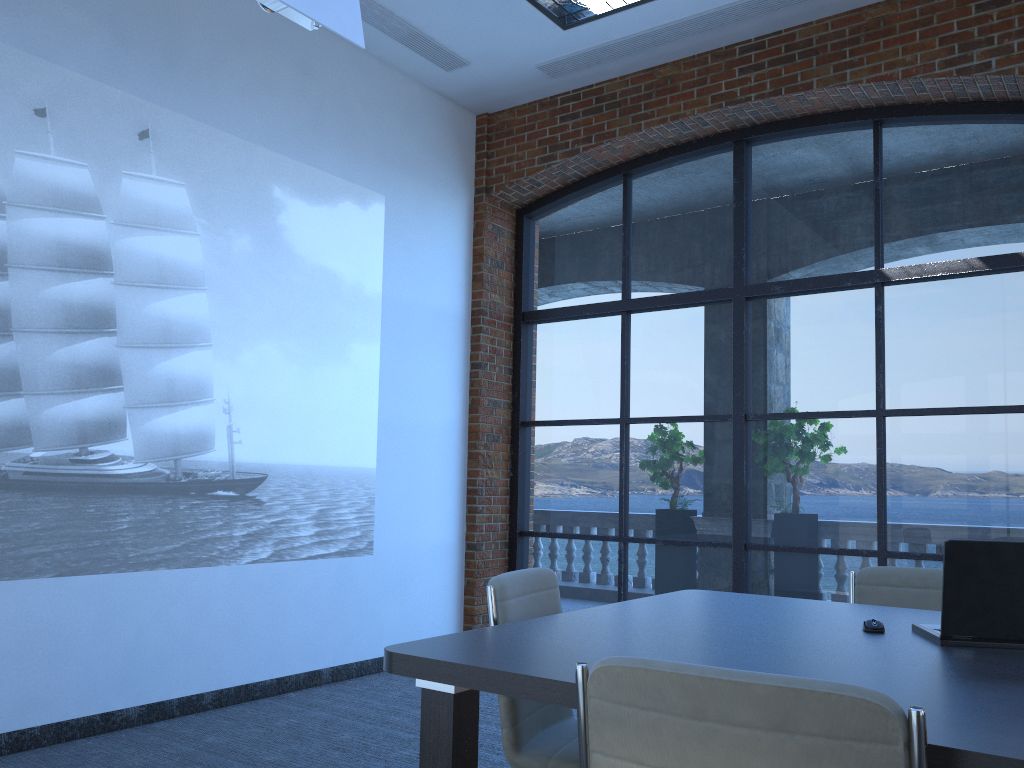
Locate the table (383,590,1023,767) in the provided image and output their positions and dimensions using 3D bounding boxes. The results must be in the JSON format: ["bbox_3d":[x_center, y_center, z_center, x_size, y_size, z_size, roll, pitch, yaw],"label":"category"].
[{"bbox_3d":[2.010,1.017,1.503,4.507,0.807,1.815,-4,-8,36],"label":"table"}]

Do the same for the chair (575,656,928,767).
[{"bbox_3d":[0.497,0.943,1.634,0.560,0.920,0.708,-2,-6,31],"label":"chair"}]

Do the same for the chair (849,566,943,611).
[{"bbox_3d":[1.472,1.140,3.131,0.560,0.920,0.708,-1,-6,24],"label":"chair"}]

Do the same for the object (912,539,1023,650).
[{"bbox_3d":[1.340,0.563,2.420,0.390,0.282,0.324,0,-6,9],"label":"object"}]

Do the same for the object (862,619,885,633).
[{"bbox_3d":[1.049,0.700,2.573,0.059,0.034,0.101,-1,-7,16],"label":"object"}]

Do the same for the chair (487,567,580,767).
[{"bbox_3d":[0.308,1.079,2.828,0.706,0.920,0.562,-1,-6,25],"label":"chair"}]

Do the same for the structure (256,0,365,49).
[{"bbox_3d":[-0.930,-1.930,3.849,0.391,0.891,0.469,-2,-6,36],"label":"structure"}]

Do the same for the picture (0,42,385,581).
[{"bbox_3d":[-1.884,-0.258,4.382,0.024,2.352,3.471,-2,-7,36],"label":"picture"}]
